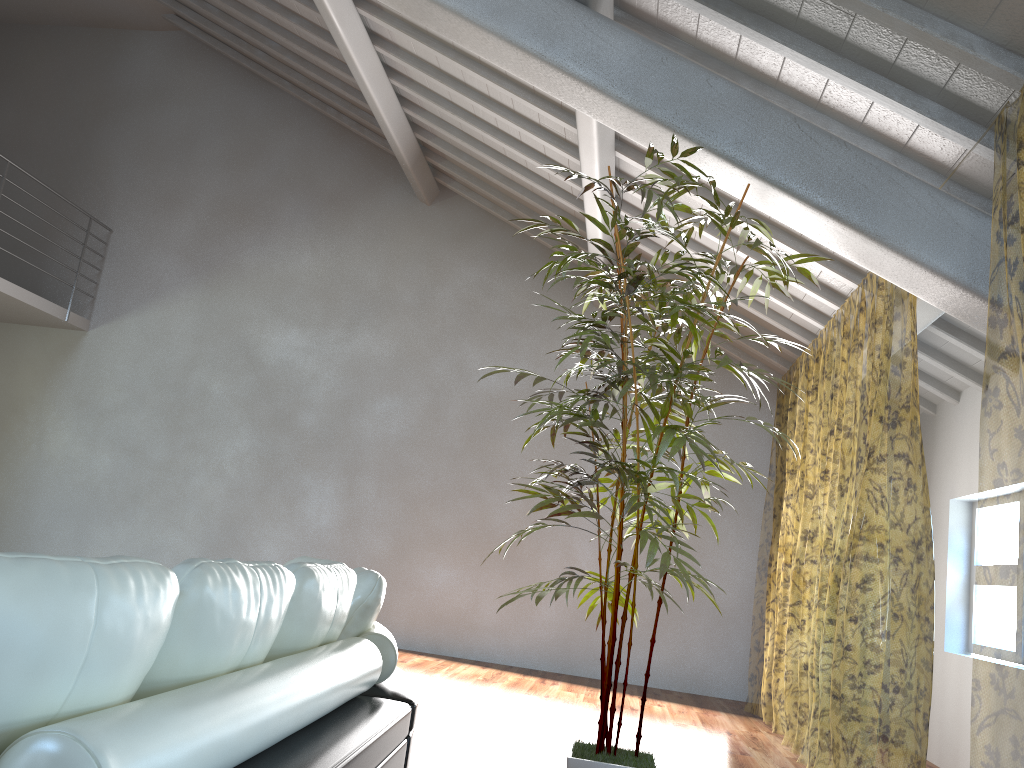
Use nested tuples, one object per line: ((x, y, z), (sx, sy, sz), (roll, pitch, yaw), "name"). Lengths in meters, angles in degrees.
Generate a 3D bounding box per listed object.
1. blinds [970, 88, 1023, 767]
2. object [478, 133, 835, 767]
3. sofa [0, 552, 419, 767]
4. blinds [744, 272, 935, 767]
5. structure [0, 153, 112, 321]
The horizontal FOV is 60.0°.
((1.313, -0.034, 1.112), (0.306, 2.546, 3.505), (6, -11, 8), "blinds")
((0.385, 0.303, 3.235), (1.177, 2.473, 1.399), (0, -13, 33), "object")
((-0.834, 0.750, 1.965), (1.359, 0.805, 3.047), (10, -12, -12), "sofa")
((1.816, 0.876, 5.291), (0.306, 2.546, 3.505), (6, -11, 8), "blinds")
((-3.439, -1.972, 3.650), (2.536, 1.055, 10.133), (6, -11, 8), "structure")
